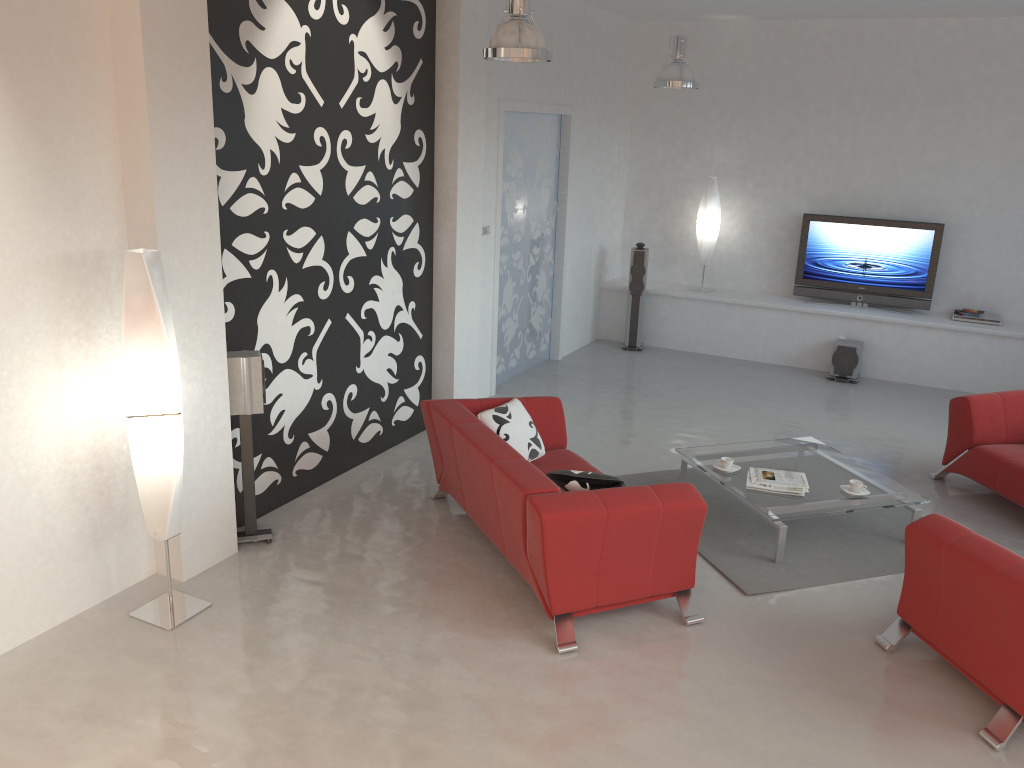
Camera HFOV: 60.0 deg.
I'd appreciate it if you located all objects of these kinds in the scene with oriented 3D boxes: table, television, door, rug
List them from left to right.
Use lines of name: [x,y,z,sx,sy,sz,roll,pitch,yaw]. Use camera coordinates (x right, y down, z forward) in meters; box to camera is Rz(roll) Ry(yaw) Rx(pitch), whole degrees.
door: [0.112,-1.319,8.389,0.240,2.550,1.600,10,18,25]
rug: [1.788,0.844,5.758,1.700,0.025,1.700,-3,17,-18]
table: [1.805,0.704,5.721,1.097,0.286,1.162,-3,17,-18]
television: [3.673,-1.255,9.216,1.356,0.919,0.343,10,18,25]

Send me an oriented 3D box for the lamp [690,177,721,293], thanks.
lamp: [2.157,-1.651,9.797,0.263,1.239,0.263,7,17,17]

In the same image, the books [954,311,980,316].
books: [4.552,-0.705,8.878,0.190,0.015,0.135,0,17,-9]

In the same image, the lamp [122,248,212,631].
lamp: [-1.657,0.267,4.143,0.313,1.779,0.313,13,20,33]

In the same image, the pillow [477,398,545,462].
pillow: [0.000,0.310,5.426,0.288,0.343,0.402,13,19,32]

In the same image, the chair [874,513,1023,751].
chair: [2.511,1.011,3.993,1.288,0.738,0.951,-2,17,-13]

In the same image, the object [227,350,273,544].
object: [-1.493,0.370,4.994,0.229,1.112,0.214,-3,17,-18]

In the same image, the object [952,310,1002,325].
object: [4.647,-0.669,8.870,0.430,0.045,0.352,10,18,25]

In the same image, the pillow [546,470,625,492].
pillow: [0.391,0.583,4.549,0.402,0.343,0.288,8,17,18]

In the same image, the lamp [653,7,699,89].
lamp: [1.387,-2.862,7.310,0.379,0.800,0.379,9,18,21]

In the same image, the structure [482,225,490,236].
structure: [-0.224,-1.284,7.430,0.016,0.080,0.170,10,18,25]

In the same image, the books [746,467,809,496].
books: [1.646,0.598,5.492,0.367,0.035,0.345,7,17,15]

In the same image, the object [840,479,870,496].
object: [2.088,0.627,5.392,0.153,0.069,0.153,0,17,-7]

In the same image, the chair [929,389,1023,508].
chair: [3.634,0.495,5.889,0.951,0.738,1.288,-2,17,-13]

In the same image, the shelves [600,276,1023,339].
shelves: [3.608,-0.763,9.250,5.500,0.050,0.650,10,18,25]

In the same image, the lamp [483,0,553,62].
lamp: [0.044,-2.151,4.724,0.379,0.800,0.379,8,17,18]

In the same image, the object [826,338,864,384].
object: [3.382,-0.235,8.978,0.336,0.374,0.337,10,18,25]

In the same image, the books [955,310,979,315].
books: [4.553,-0.720,8.877,0.190,0.015,0.135,4,16,6]

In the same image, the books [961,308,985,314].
books: [4.597,-0.725,8.847,0.190,0.015,0.135,14,20,34]

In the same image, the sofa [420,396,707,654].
sofa: [0.199,0.620,5.025,0.951,0.738,1.929,-5,18,-23]

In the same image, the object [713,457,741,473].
object: [1.378,0.513,5.686,0.153,0.069,0.153,-10,20,-36]

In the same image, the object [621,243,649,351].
object: [1.376,-0.970,9.785,0.255,1.184,0.273,5,17,11]
